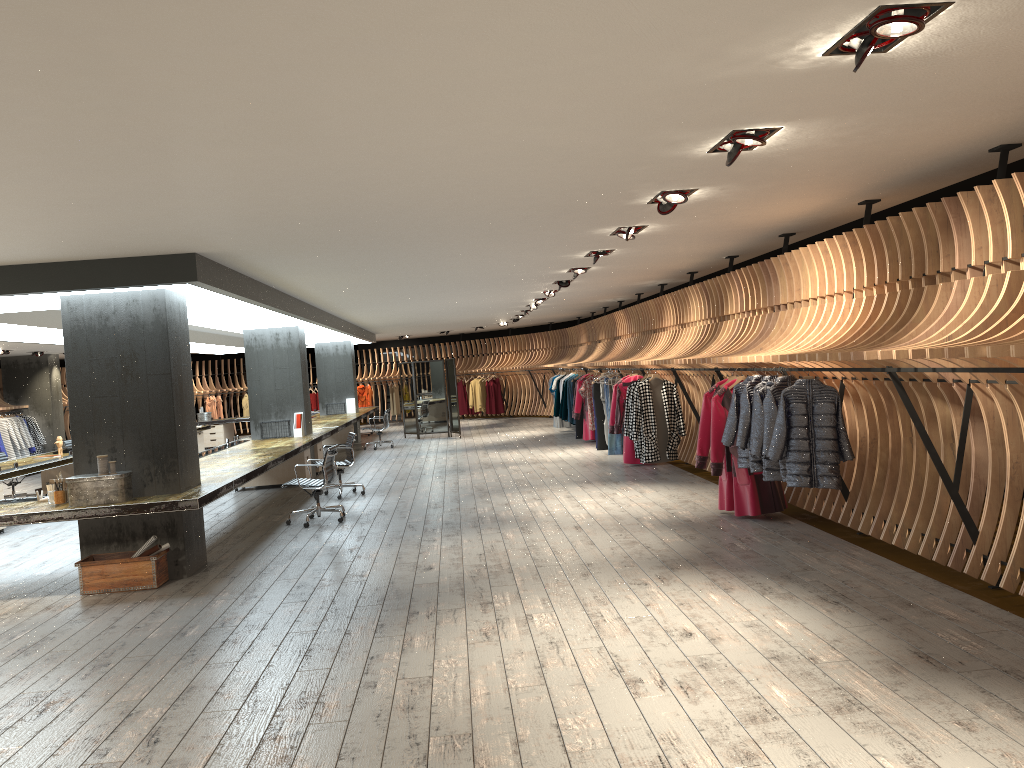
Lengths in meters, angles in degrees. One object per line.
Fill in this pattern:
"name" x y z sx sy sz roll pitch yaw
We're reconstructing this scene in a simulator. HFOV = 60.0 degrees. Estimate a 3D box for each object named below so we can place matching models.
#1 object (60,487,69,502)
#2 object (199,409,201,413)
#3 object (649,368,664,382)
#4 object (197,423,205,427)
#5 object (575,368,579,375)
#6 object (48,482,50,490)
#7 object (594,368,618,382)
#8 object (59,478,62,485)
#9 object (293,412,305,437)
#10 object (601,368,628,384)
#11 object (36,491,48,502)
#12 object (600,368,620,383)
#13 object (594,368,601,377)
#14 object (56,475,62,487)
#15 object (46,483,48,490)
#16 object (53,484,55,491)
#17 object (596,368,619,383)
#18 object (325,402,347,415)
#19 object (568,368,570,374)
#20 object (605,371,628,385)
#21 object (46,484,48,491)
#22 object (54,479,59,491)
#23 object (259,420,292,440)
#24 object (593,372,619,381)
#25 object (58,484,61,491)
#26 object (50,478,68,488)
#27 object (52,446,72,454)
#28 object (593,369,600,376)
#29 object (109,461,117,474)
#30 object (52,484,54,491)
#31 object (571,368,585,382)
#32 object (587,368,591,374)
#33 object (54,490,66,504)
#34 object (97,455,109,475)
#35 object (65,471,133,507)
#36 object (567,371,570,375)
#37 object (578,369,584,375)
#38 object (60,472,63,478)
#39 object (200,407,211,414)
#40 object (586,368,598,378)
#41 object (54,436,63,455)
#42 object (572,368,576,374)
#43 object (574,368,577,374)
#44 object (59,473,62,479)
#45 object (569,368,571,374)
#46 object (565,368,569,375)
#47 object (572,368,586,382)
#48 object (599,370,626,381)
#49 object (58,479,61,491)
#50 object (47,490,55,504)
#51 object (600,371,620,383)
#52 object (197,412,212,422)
"object" -3.893 0.967 7.774 0.108 0.128 0.108 -4 1 11
"object" -8.391 0.729 23.856 0.062 0.109 0.062 -5 1 -38
"object" 1.934 -0.081 11.915 0.525 0.270 0.012 -5 0 -14
"object" -7.375 0.972 20.847 0.302 0.074 0.217 -5 1 -9
"object" 1.426 -0.209 19.263 0.525 0.270 0.012 -4 0 -4
"object" -4.029 0.941 7.739 0.030 0.170 0.007 -4 0 9
"object" 1.677 -0.160 15.529 0.549 0.243 0.023 -4 1 33
"object" -3.925 0.921 7.766 0.009 0.222 0.082 -4 0 26
"object" -3.450 0.659 14.328 0.129 0.383 0.239 -4 1 -4
"object" 1.740 -0.144 14.618 0.549 0.243 0.023 -4 0 -2
"object" -4.034 0.830 7.961 0.431 0.429 0.195 -5 0 -8
"object" 1.707 -0.149 15.060 0.549 0.243 0.023 -5 1 -32
"object" 1.608 -0.154 16.460 0.524 0.286 0.015 -5 0 -19
"object" -3.938 0.912 7.771 0.084 0.240 0.009 -5 0 -27
"object" -4.030 0.941 7.708 0.007 0.170 0.030 -4 0 7
"object" -3.993 0.938 7.723 0.030 0.170 0.007 -5 0 -37
"object" 1.706 -0.153 15.168 0.549 0.243 0.023 -4 0 3
"object" -4.296 0.613 21.635 0.459 0.289 0.330 -4 1 -1
"object" 1.359 -0.228 20.534 0.525 0.270 0.012 -4 0 -4
"object" 1.782 -0.133 14.428 0.547 0.262 0.023 -4 0 -2
"object" -4.033 0.941 7.711 0.007 0.170 0.030 -4 0 19
"object" -3.910 0.920 7.639 0.054 0.207 0.008 -5 0 -21
"object" -3.796 0.739 14.248 0.459 0.289 0.329 -5 1 -6
"object" 1.684 -0.154 15.433 0.549 0.250 0.023 -4 0 -2
"object" -3.915 0.943 7.683 0.018 0.158 0.011 -4 0 14
"object" -3.939 0.928 7.717 0.138 0.209 0.034 -5 0 -24
"object" -7.433 1.099 14.737 0.262 0.088 0.373 -5 1 -4
"object" 1.599 -0.165 16.673 0.525 0.270 0.012 -4 0 -4
"object" -3.365 0.705 7.477 0.062 0.109 0.062 -5 1 -33
"object" -3.996 0.939 7.714 0.030 0.170 0.007 -4 0 -10
"object" 1.484 -0.196 18.531 0.525 0.270 0.012 -4 0 21
"object" 1.538 -0.180 17.565 0.525 0.270 0.012 -4 0 -4
"object" -3.903 0.973 7.653 0.084 0.111 0.083 -5 1 -16
"object" -3.459 0.704 7.575 0.088 0.204 0.262 -4 1 -5
"object" -3.496 0.888 7.534 0.498 0.239 0.303 -4 1 -3
"object" 1.341 -0.228 20.615 0.525 0.270 0.012 -4 0 -4
"object" 1.457 -0.202 18.829 0.525 0.270 0.012 -4 0 6
"object" -3.919 0.895 7.757 0.008 0.267 0.060 -4 0 13
"object" -8.294 0.713 23.949 0.262 0.204 0.088 -5 0 -5
"object" 1.577 -0.177 17.321 0.525 0.270 0.012 -4 0 6
"object" -7.258 0.991 14.210 0.097 0.300 0.320 -5 1 -20
"object" 1.397 -0.222 19.799 0.525 0.270 0.012 -4 0 -4
"object" 1.417 -0.211 19.466 0.525 0.270 0.012 -4 0 1
"object" -3.923 0.899 7.757 0.012 0.264 0.062 -4 0 38
"object" 1.353 -0.224 20.405 0.525 0.270 0.012 -4 0 1
"object" 1.308 -0.224 20.798 0.524 0.284 0.014 -4 0 6
"object" 1.486 -0.192 18.350 0.525 0.270 0.012 -4 0 1
"object" 1.735 -0.142 14.941 0.548 0.256 0.023 -4 0 22
"object" -3.892 0.920 7.636 0.008 0.207 0.054 -5 0 -17
"object" -4.010 0.985 7.724 0.061 0.111 0.061 -5 1 -15
"object" 1.690 -0.156 15.325 0.549 0.243 0.023 -5 1 -42
"object" -8.322 0.894 24.001 0.303 0.239 0.498 -4 1 -3
